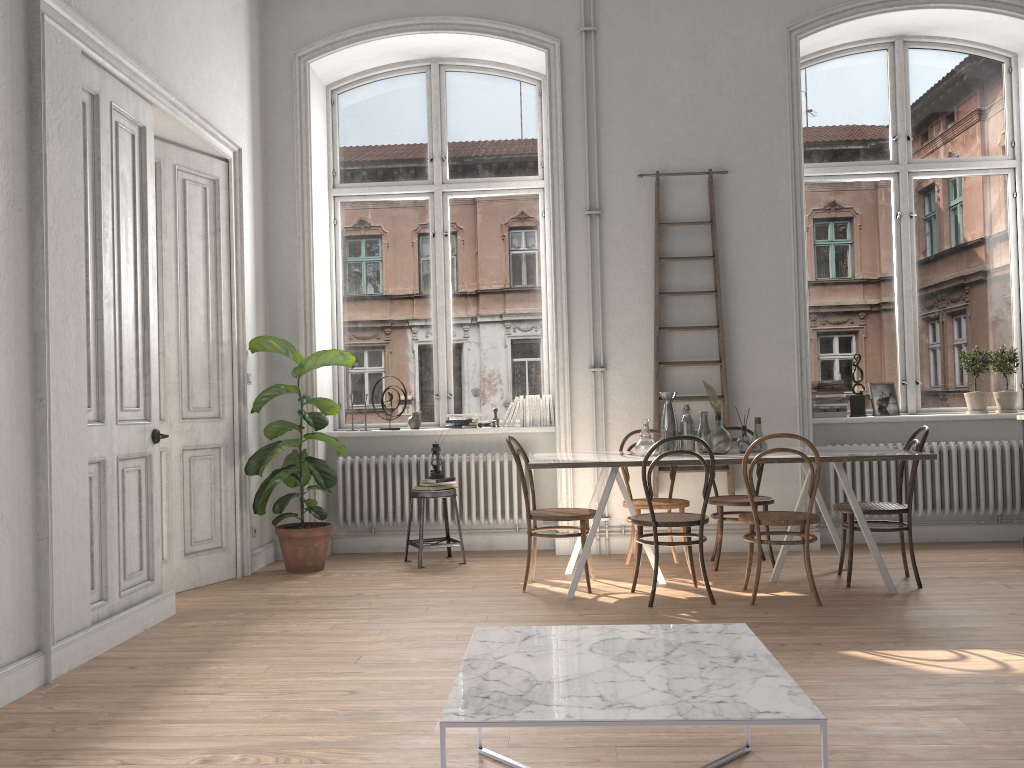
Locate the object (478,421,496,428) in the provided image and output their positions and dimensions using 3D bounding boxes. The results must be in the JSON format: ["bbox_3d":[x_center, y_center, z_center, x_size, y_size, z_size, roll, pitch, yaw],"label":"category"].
[{"bbox_3d":[-0.207,0.316,6.930,0.088,0.048,0.153,-3,-2,43],"label":"object"}]

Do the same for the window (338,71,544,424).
[{"bbox_3d":[-0.578,-1.112,7.150,1.622,2.842,0.013,-2,-1,3],"label":"window"}]

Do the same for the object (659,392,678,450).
[{"bbox_3d":[0.982,0.242,5.547,0.116,0.383,0.116,-2,-1,14],"label":"object"}]

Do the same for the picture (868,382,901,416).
[{"bbox_3d":[2.837,0.121,6.815,0.221,0.264,0.149,-1,-1,-13],"label":"picture"}]

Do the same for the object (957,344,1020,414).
[{"bbox_3d":[3.626,-0.039,6.738,0.500,0.524,0.234,-1,-1,-8],"label":"object"}]

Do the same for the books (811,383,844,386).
[{"bbox_3d":[2.415,0.006,6.794,0.205,0.020,0.155,-2,-2,3],"label":"books"}]

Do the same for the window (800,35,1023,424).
[{"bbox_3d":[9.398,-5.658,9.699,14.385,15.932,26.402,-2,-1,3],"label":"window"}]

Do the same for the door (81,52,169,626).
[{"bbox_3d":[-2.011,-0.150,4.348,0.216,2.814,1.097,-2,-1,4],"label":"door"}]

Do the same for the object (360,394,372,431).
[{"bbox_3d":[-1.147,0.222,6.945,0.095,0.289,0.095,-2,-1,26],"label":"object"}]

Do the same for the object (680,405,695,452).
[{"bbox_3d":[1.075,0.277,5.429,0.086,0.301,0.086,-1,-1,-11],"label":"object"}]

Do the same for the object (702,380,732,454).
[{"bbox_3d":[1.240,0.198,5.333,0.157,0.446,0.157,-2,-1,21],"label":"object"}]

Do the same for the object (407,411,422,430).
[{"bbox_3d":[-0.763,0.284,6.940,0.100,0.142,0.102,-1,-1,-22],"label":"object"}]

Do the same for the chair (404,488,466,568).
[{"bbox_3d":[-0.556,1.015,6.347,0.364,0.522,0.360,-1,-1,-23],"label":"chair"}]

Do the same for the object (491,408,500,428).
[{"bbox_3d":[-0.126,0.261,6.871,0.048,0.153,0.088,-1,-1,-27],"label":"object"}]

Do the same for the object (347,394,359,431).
[{"bbox_3d":[-1.261,0.227,7.009,0.095,0.289,0.095,-2,-1,35],"label":"object"}]

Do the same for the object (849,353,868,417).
[{"bbox_3d":[2.644,0.007,6.786,0.122,0.488,0.102,-2,-1,27],"label":"object"}]

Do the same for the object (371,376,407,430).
[{"bbox_3d":[-0.959,0.149,6.957,0.347,0.425,0.087,-2,-1,35],"label":"object"}]

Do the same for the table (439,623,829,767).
[{"bbox_3d":[0.289,0.944,2.370,0.849,0.392,0.849,-2,-2,3],"label":"table"}]

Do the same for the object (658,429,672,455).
[{"bbox_3d":[0.938,0.353,5.434,0.083,0.158,0.083,-2,-1,-1],"label":"object"}]

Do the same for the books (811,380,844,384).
[{"bbox_3d":[2.409,-0.015,6.804,0.201,0.024,0.159,-1,-2,-7],"label":"books"}]

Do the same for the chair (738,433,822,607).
[{"bbox_3d":[1.473,0.723,4.887,0.438,0.920,0.549,-2,-1,14],"label":"chair"}]

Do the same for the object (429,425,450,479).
[{"bbox_3d":[-0.525,0.490,6.421,0.163,0.383,0.154,-1,-1,-23],"label":"object"}]

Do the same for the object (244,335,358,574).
[{"bbox_3d":[1.051,0.298,5.815,5.827,1.842,0.792,-2,-1,8],"label":"object"}]

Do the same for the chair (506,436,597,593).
[{"bbox_3d":[0.250,0.770,5.397,0.549,0.920,0.438,-2,-1,11],"label":"chair"}]

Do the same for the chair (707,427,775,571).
[{"bbox_3d":[1.524,0.751,5.940,0.438,0.920,0.549,-2,-1,10],"label":"chair"}]

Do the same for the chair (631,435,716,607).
[{"bbox_3d":[0.891,0.740,4.953,0.438,0.920,0.549,-2,-1,-1],"label":"chair"}]

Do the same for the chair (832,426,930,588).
[{"bbox_3d":[2.194,0.714,5.272,0.549,0.920,0.438,-2,-1,16],"label":"chair"}]

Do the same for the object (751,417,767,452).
[{"bbox_3d":[1.520,0.311,5.471,0.101,0.211,0.101,-3,-2,42],"label":"object"}]

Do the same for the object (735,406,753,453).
[{"bbox_3d":[1.414,0.276,5.401,0.107,0.283,0.107,-1,-1,-2],"label":"object"}]

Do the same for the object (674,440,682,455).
[{"bbox_3d":[0.994,0.380,5.336,0.058,0.094,0.058,-2,-1,31],"label":"object"}]

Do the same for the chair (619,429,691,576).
[{"bbox_3d":[0.947,0.765,5.891,0.438,0.920,0.549,-2,-1,1],"label":"chair"}]

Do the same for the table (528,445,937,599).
[{"bbox_3d":[1.227,0.812,5.368,2.200,0.779,1.100,-2,-1,3],"label":"table"}]

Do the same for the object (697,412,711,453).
[{"bbox_3d":[1.193,0.299,5.495,0.098,0.255,0.100,-1,-1,-20],"label":"object"}]

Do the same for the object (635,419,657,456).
[{"bbox_3d":[0.802,0.322,5.314,0.132,0.219,0.132,-1,-1,-8],"label":"object"}]

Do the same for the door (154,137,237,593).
[{"bbox_3d":[-2.115,-0.114,5.518,0.216,2.814,1.097,-2,-1,28],"label":"door"}]
